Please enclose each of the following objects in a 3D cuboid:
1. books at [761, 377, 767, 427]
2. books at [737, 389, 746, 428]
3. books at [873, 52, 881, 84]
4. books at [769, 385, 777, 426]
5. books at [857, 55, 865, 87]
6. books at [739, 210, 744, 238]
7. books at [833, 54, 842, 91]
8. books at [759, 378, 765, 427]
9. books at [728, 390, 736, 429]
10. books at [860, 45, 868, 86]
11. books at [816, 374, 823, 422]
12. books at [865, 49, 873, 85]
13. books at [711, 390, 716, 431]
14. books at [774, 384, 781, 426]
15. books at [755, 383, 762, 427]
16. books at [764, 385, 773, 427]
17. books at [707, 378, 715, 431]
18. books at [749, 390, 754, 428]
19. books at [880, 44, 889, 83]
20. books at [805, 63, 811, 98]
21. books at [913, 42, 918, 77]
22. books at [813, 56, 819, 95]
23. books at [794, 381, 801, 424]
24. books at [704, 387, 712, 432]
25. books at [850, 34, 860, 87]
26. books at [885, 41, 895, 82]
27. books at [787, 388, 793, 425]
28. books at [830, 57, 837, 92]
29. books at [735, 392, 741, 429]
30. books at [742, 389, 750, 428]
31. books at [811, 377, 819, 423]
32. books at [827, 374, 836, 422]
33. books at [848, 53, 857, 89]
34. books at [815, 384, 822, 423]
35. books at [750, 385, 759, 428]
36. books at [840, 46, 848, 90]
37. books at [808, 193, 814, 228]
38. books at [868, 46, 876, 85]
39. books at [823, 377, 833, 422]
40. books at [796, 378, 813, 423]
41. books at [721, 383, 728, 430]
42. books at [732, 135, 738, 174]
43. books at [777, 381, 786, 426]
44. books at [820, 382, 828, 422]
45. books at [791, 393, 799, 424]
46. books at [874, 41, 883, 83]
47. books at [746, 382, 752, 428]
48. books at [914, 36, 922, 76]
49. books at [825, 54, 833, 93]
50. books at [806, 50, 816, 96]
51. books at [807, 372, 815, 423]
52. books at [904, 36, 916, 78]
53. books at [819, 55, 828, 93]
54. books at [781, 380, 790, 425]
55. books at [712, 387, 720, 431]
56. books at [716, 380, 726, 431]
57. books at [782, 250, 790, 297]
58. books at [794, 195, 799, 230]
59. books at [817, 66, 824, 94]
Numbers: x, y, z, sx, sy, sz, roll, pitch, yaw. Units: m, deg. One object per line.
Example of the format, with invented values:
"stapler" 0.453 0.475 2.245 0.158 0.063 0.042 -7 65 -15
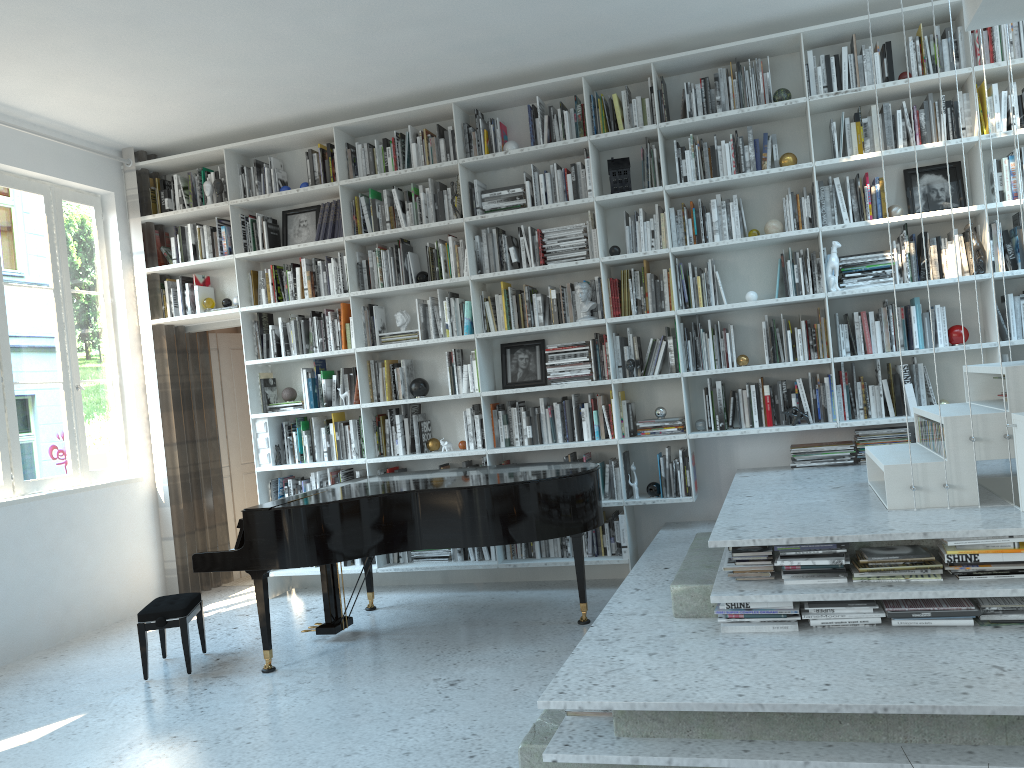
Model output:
"books" 1.503 0.104 5.281 0.012 0.293 0.175 -5 0 17
"books" 1.386 0.145 5.340 0.029 0.234 0.142 -5 0 17
"books" 2.070 -1.751 5.038 0.024 0.202 0.190 -5 0 17
"books" 1.557 0.127 5.283 0.025 0.238 0.156 -5 0 17
"books" 1.996 -1.753 5.085 0.030 0.220 0.133 -5 0 17
"books" 1.379 -0.938 5.318 0.015 0.189 0.103 -5 0 17
"books" 1.880 -1.756 5.123 0.027 0.249 0.140 -5 0 17
"books" 1.498 0.109 5.305 0.012 0.285 0.159 -5 0 17
"books" 1.327 0.153 5.346 0.065 0.231 0.162 -5 0 17
"books" 2.009 -1.775 5.060 0.014 0.262 0.168 -5 0 17
"books" 1.810 0.079 5.218 0.012 0.282 0.143 -5 0 17
"books" 2.027 -1.764 5.055 0.022 0.236 0.172 -5 0 17
"books" 1.231 0.158 5.386 0.015 0.240 0.152 -5 0 17
"books" 1.581 0.122 5.283 0.021 0.242 0.131 -5 0 17
"books" 1.481 0.123 5.325 0.016 0.261 0.098 -5 0 17
"books" 1.526 0.127 5.277 0.031 0.244 0.184 -5 0 17
"books" 1.209 0.122 5.365 0.010 0.316 0.186 -5 0 17
"books" 1.441 0.147 5.321 0.012 0.221 0.153 -5 0 17
"books" 2.119 -1.782 5.046 0.012 0.254 0.161 -5 0 17
"books" 1.718 -1.725 5.154 0.023 0.219 0.172 -5 0 17
"books" 2.255 -1.779 4.983 0.008 0.220 0.182 -5 0 17
"books" 1.765 -1.752 5.154 0.014 0.264 0.140 -5 0 17
"books" 1.686 0.108 5.238 0.012 0.249 0.164 -5 0 17
"books" 1.195 0.150 5.370 0.023 0.262 0.186 -5 0 17
"books" 1.963 -1.806 5.069 0.014 0.332 0.180 -5 0 17
"books" 2.135 -1.786 5.028 0.030 0.257 0.164 -5 0 17
"books" 1.649 0.131 5.254 0.022 0.211 0.135 -5 0 17
"books" 1.851 -1.744 5.114 0.024 0.231 0.168 -5 0 17
"books" 1.364 0.156 5.336 0.011 0.217 0.175 -5 0 17
"books" 1.410 0.146 5.328 0.024 0.228 0.159 -5 0 17
"books" 1.779 0.091 5.214 0.021 0.265 0.150 -5 0 17
"books" 1.869 0.078 5.175 0.025 0.272 0.171 -5 0 17
"books" 1.949 -1.754 5.086 0.030 0.231 0.148 -5 0 17
"books" 1.794 0.112 5.197 0.013 0.220 0.168 -5 0 17
"books" 1.453 0.130 5.300 0.025 0.252 0.181 -5 0 17
"books" 1.909 -1.774 5.096 0.048 0.278 0.150 -5 0 17
"books" 1.749 -0.991 5.184 0.013 0.221 0.155 -5 0 17
"books" 2.050 -1.775 5.057 0.021 0.254 0.151 -5 0 17
"books" 1.846 0.088 5.182 0.026 0.258 0.156 -5 0 17
"books" 1.720 0.096 5.221 0.070 0.266 0.186 -5 0 17
"books" 1.287 0.134 5.351 0.010 0.277 0.174 -5 0 17
"books" 1.342 -1.345 5.316 0.010 0.272 0.120 -5 0 17
"books" 1.597 0.110 5.260 0.026 0.262 0.173 -5 0 17
"books" 1.821 0.105 5.183 0.025 0.228 0.175 -5 0 17
"books" 1.671 0.144 5.241 0.025 0.181 0.169 -5 0 17
"books" 2.090 -1.792 5.058 0.012 0.279 0.153 -5 0 17
"books" 1.425 0.125 5.320 0.014 0.268 0.171 -5 0 17
"books" 2.274 -1.797 4.982 0.016 0.252 0.189 -5 0 17
"books" 1.824 -1.747 5.114 0.026 0.242 0.184 -5 0 17
"books" 1.741 -1.765 5.151 0.028 0.294 0.150 -5 0 17
"books" 1.761 0.078 5.218 0.013 0.294 0.134 -5 0 17
"books" 2.239 -1.795 4.984 0.019 0.256 0.169 -5 0 17
"books" 1.801 -1.749 5.126 0.025 0.250 0.178 -5 0 17
"books" 1.623 0.108 5.259 0.026 0.263 0.169 -5 0 17
"books" 1.241 0.149 5.357 0.023 0.256 0.178 -5 0 17
"books" 1.264 0.127 5.348 0.030 0.294 0.188 -5 0 17
"books" 1.621 -0.643 5.245 0.016 0.290 0.135 -5 0 17
"books" 1.676 -0.987 5.224 0.011 0.227 0.131 -5 0 17
"books" 1.778 -1.713 5.122 0.022 0.182 0.189 -5 0 17
